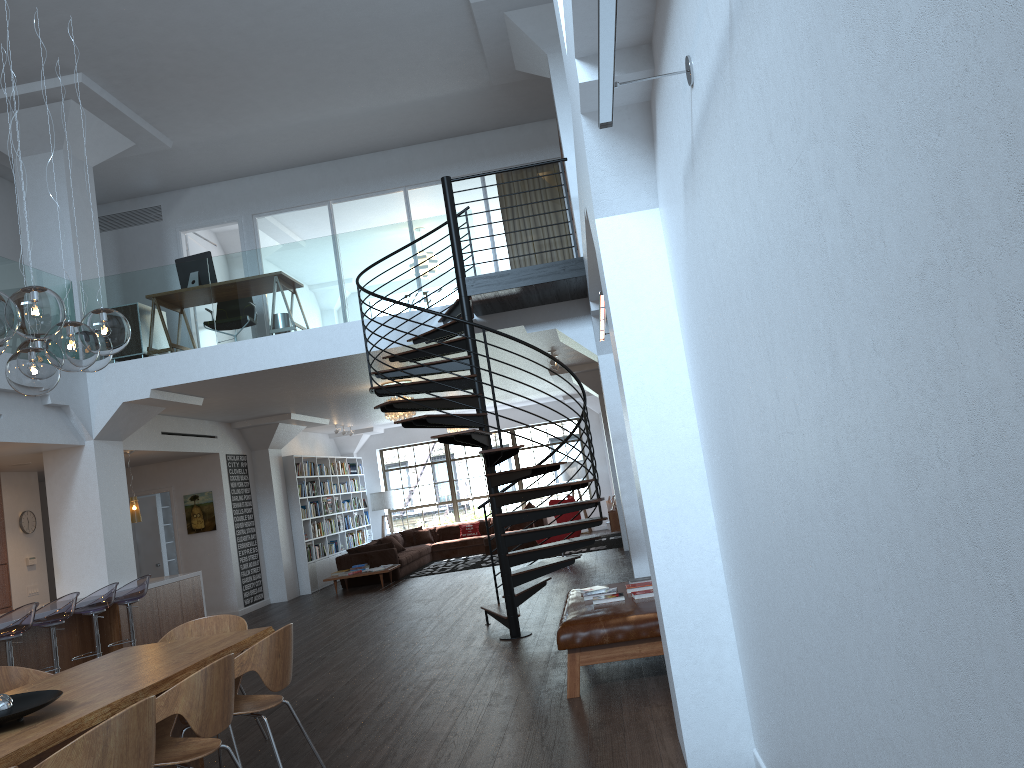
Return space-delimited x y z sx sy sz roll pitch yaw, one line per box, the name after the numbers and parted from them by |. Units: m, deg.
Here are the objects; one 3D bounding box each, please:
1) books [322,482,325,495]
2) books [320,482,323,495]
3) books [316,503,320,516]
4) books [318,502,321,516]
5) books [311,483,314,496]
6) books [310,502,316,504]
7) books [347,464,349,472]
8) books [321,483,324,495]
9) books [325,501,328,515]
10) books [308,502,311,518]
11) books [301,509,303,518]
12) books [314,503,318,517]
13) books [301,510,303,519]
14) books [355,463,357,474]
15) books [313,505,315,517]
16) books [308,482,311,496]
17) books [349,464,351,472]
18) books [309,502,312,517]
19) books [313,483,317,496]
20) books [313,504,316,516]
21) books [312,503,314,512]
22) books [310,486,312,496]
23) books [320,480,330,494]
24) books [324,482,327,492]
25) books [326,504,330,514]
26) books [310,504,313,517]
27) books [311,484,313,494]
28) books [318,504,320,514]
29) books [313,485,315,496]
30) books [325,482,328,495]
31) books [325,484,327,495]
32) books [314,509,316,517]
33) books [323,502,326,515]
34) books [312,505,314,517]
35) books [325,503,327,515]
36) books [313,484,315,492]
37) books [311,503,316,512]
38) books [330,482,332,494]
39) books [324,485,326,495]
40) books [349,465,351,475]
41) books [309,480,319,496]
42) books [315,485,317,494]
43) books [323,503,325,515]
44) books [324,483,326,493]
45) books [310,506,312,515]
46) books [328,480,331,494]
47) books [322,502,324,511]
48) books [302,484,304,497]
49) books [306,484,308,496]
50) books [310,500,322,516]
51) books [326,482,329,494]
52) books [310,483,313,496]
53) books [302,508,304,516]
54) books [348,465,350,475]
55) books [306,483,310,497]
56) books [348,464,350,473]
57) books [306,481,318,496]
-3.685 2.013 16.999 0.182 0.253 0.034 -9 -6 5 | books
-3.697 1.997 16.826 0.182 0.253 0.034 -9 -6 5 | books
-3.674 2.345 16.458 0.174 0.239 0.045 -9 -6 5 | books
-3.664 2.345 16.531 0.182 0.253 0.034 -9 -6 5 | books
-3.762 1.960 16.384 0.183 0.253 0.042 -9 -6 5 | books
-3.704 2.335 16.409 0.180 0.259 0.060 -9 -6 5 | books
-3.570 1.820 18.887 0.160 0.251 0.031 -9 -6 5 | books
-3.693 2.010 16.899 0.174 0.239 0.045 -9 -6 5 | books
-3.636 2.388 16.977 0.183 0.253 0.042 -9 -6 5 | books
-3.738 2.281 15.979 0.197 0.283 0.065 -9 -6 5 | books
-3.754 2.285 15.587 0.127 0.200 0.020 -9 -6 5 | books
-3.687 2.330 16.359 0.182 0.253 0.034 -9 -6 5 | books
-3.755 2.283 15.554 0.136 0.196 0.045 -9 -6 5 | books
-3.511 1.874 19.490 0.183 0.253 0.042 -9 -6 5 | books
-3.695 2.332 16.229 0.161 0.223 0.027 -9 -6 5 | books
-3.779 1.943 16.233 0.180 0.259 0.042 -9 -6 5 | books
-3.547 1.844 19.015 0.161 0.223 0.033 -9 -6 5 | books
-3.728 2.283 16.040 0.176 0.290 0.053 -9 -6 5 | books
-3.740 1.975 16.494 0.174 0.240 0.054 -9 -6 5 | books
-3.700 2.336 16.289 0.167 0.230 0.037 -9 -6 5 | books
-3.708 2.318 16.205 0.159 0.250 0.026 -9 -6 5 | books
-3.772 1.951 16.272 0.160 0.251 0.039 -9 -6 5 | books
-3.663 2.026 17.324 0.176 0.290 0.053 -9 -6 5 | books
-3.676 2.030 17.154 0.159 0.250 0.026 -9 -6 5 | books
-3.610 2.420 17.094 0.161 0.207 0.135 -9 -6 4 | books
-3.711 2.314 16.112 0.174 0.239 0.045 -9 -6 5 | books
-3.761 1.971 16.346 0.161 0.223 0.033 -9 -6 5 | books
-3.678 2.343 16.499 0.182 0.253 0.034 -9 -6 5 | books
-3.742 1.975 16.418 0.161 0.223 0.032 -9 -6 5 | books
-3.670 2.035 17.195 0.170 0.245 0.057 -9 -6 5 | books
-3.668 2.039 17.126 0.161 0.223 0.027 -9 -6 5 | books
-3.695 2.335 16.256 0.161 0.223 0.026 -9 -6 5 | books
-3.636 2.382 16.864 0.174 0.240 0.054 -9 -6 5 | books
-3.710 2.316 16.164 0.170 0.245 0.057 -9 -6 5 | books
-3.623 2.397 16.938 0.161 0.223 0.032 -9 -6 5 | books
-3.747 1.980 16.450 0.161 0.223 0.033 -9 -6 5 | books
-3.712 2.330 16.327 0.182 0.253 0.034 -9 -6 5 | books
-3.637 2.056 17.454 0.159 0.250 0.026 -9 -6 5 | books
-3.685 2.032 17.068 0.167 0.230 0.037 -9 -6 5 | books
-3.544 1.840 18.980 0.161 0.223 0.032 -9 -6 5 | books
-3.729 1.965 16.662 0.176 0.291 0.053 -9 -6 5 | books
-3.743 1.978 16.569 0.160 0.251 0.031 -9 -6 5 | books
-3.640 2.387 16.821 0.161 0.223 0.032 -9 -6 5 | books
-3.673 2.037 17.100 0.161 0.223 0.026 -9 -6 5 | books
-3.719 2.320 16.077 0.161 0.223 0.027 -9 -6 5 | books
-3.661 2.035 17.385 0.197 0.283 0.065 -9 -6 5 | books
-3.654 2.372 16.792 0.160 0.251 0.031 -9 -6 5 | books
-3.802 1.909 15.799 0.174 0.242 0.105 -9 -6 5 | books
-3.790 1.938 16.057 0.174 0.236 0.142 -9 -6 5 | books
-3.671 2.334 16.596 0.176 0.294 0.102 -9 -6 5 | books
-3.661 2.043 17.245 0.174 0.239 0.045 -9 -6 5 | books
-3.765 1.956 16.311 0.171 0.246 0.039 -9 -6 5 | books
-3.747 2.299 15.654 0.134 0.184 0.030 -9 -6 5 | books
-3.556 1.835 18.916 0.161 0.223 0.032 -9 -6 5 | books
-3.781 1.937 16.147 0.183 0.253 0.042 -9 -6 5 | books
-3.556 1.839 18.950 0.161 0.223 0.033 -9 -6 5 | books
-3.751 1.966 16.611 0.198 0.284 0.049 -9 -6 5 | books
